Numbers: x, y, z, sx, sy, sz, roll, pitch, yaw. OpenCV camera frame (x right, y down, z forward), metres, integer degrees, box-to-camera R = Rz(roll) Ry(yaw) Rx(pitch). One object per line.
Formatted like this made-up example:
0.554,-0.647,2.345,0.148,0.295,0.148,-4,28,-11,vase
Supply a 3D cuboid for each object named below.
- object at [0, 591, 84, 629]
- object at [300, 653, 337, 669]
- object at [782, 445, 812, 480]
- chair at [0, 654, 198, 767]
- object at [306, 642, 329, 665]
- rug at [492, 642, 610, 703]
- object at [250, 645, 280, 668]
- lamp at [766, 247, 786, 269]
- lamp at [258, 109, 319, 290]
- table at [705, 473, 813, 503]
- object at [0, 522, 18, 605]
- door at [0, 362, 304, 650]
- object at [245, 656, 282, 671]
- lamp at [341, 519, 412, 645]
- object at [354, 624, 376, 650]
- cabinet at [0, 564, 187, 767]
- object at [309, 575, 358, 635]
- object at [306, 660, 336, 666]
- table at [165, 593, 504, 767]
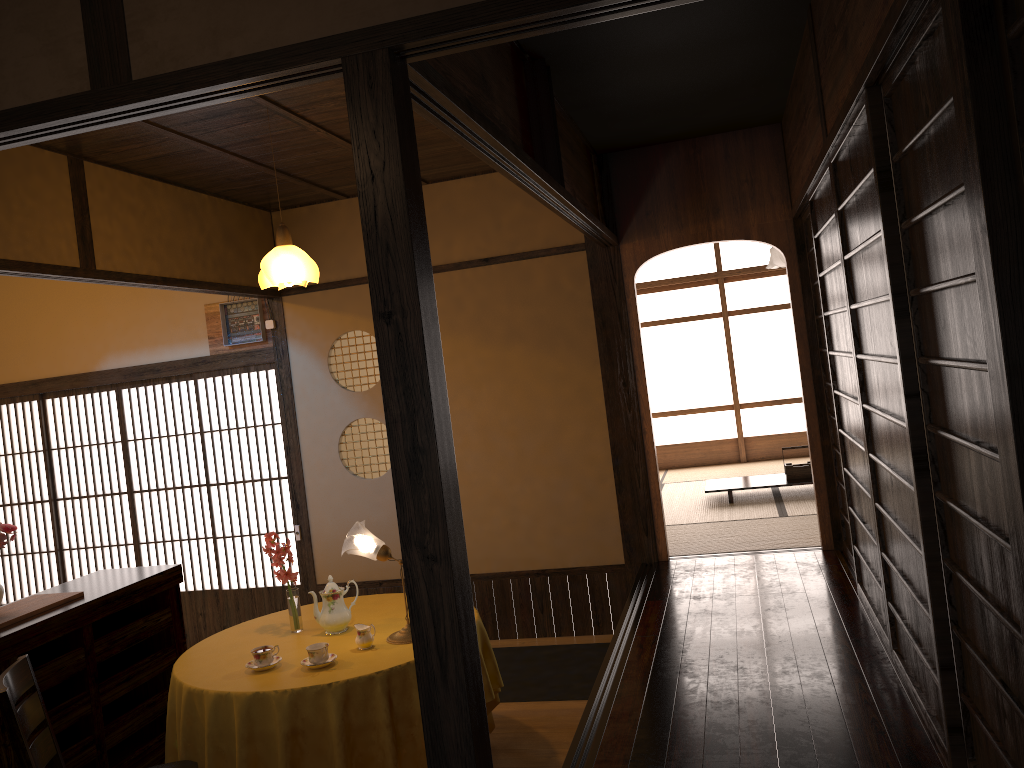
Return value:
-2.193,0.992,3.578,0.267,0.020,0.998,-7,1,14,object
-0.757,1.093,3.481,0.144,0.024,0.144,-8,1,-26,object
2.399,0.647,7.387,0.260,0.258,0.150,-7,0,14,object
-1.383,1.409,3.044,0.578,0.960,0.490,-7,0,-21,chair
-0.760,1.061,3.477,0.090,0.076,0.099,-7,1,-1,object
-0.768,1.769,5.351,2.952,0.005,0.902,-7,1,14,rug
-0.991,1.088,3.537,0.099,0.076,0.090,-7,1,39,object
2.176,-1.367,7.410,0.196,0.798,0.225,-7,0,22,lamp
-1.034,-0.832,3.934,0.249,0.810,0.277,-7,0,36,lamp
2.240,0.855,7.430,1.199,0.118,0.601,-7,1,14,table
-2.181,0.788,3.706,0.189,0.378,0.321,-7,0,23,object
-2.785,0.987,6.513,2.646,2.001,0.066,-7,0,14,door
-0.990,1.121,3.539,0.144,0.024,0.144,-8,1,-26,object
-0.412,1.152,3.717,0.511,1.203,0.198,-7,0,14,lamp
-0.605,1.034,3.647,0.083,0.098,0.078,-7,0,-17,object
-2.131,1.484,3.541,0.489,0.971,2.187,-7,1,14,cabinet
-0.787,0.973,3.940,0.163,0.253,0.154,-7,0,27,object
-0.743,1.083,3.432,0.126,0.019,0.029,-7,1,17,object
-0.756,1.447,3.893,1.443,0.696,1.444,-7,1,14,table
